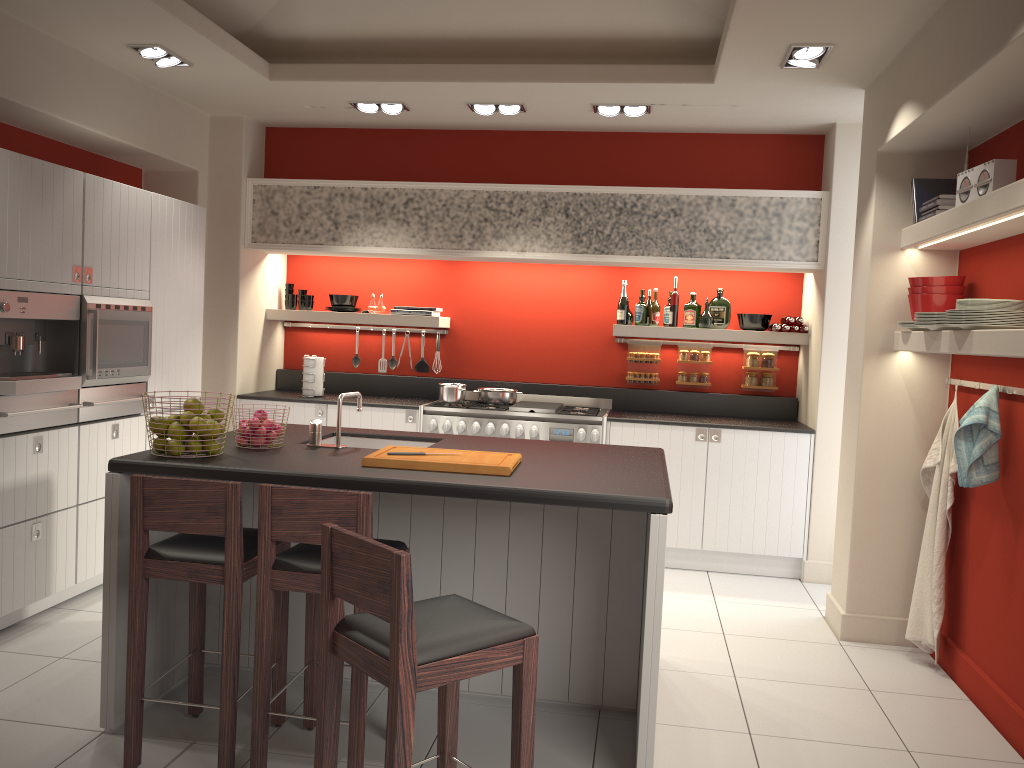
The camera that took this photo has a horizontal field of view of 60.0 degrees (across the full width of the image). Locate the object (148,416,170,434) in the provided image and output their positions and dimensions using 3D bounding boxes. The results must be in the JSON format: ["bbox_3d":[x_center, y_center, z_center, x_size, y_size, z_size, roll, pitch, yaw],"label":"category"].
[{"bbox_3d":[-1.347,0.158,3.387,0.077,0.068,0.076,3,3,2],"label":"object"}]

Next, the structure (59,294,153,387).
[{"bbox_3d":[-2.257,-0.241,4.877,0.332,0.472,0.610,3,3,8],"label":"structure"}]

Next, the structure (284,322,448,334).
[{"bbox_3d":[-1.168,-0.445,7.072,1.355,0.034,0.054,3,3,8],"label":"structure"}]

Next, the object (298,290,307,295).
[{"bbox_3d":[-1.657,-0.707,7.020,0.070,0.076,0.070,1,3,-20],"label":"object"}]

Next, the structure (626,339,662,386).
[{"bbox_3d":[0.992,-0.162,6.689,0.256,0.347,0.130,3,3,8],"label":"structure"}]

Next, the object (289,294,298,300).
[{"bbox_3d":[-1.696,-0.656,6.871,0.070,0.076,0.070,1,3,-20],"label":"object"}]

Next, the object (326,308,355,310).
[{"bbox_3d":[-1.323,-0.579,6.949,0.280,0.016,0.280,3,3,8],"label":"object"}]

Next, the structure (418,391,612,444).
[{"bbox_3d":[0.021,0.639,6.433,1.322,1.085,0.778,3,3,8],"label":"structure"}]

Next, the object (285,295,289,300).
[{"bbox_3d":[-1.769,-0.670,7.039,0.070,0.076,0.070,1,3,-20],"label":"object"}]

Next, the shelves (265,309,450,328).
[{"bbox_3d":[-1.197,-0.510,6.910,1.379,0.083,0.376,3,3,8],"label":"shelves"}]

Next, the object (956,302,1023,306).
[{"bbox_3d":[1.967,-0.321,3.647,0.255,0.015,0.255,2,3,-10],"label":"object"}]

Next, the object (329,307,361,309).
[{"bbox_3d":[-1.322,-0.590,6.948,0.280,0.016,0.280,3,3,8],"label":"object"}]

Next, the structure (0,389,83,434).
[{"bbox_3d":[-2.286,0.128,4.265,0.129,0.177,0.617,3,3,8],"label":"structure"}]

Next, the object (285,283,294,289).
[{"bbox_3d":[-1.765,-0.757,7.034,0.070,0.076,0.070,1,3,-20],"label":"object"}]

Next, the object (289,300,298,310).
[{"bbox_3d":[-1.698,-0.612,6.873,0.070,0.076,0.070,1,3,-20],"label":"object"}]

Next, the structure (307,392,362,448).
[{"bbox_3d":[-0.778,0.158,3.890,0.183,0.249,0.224,3,3,9],"label":"structure"}]

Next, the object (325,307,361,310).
[{"bbox_3d":[-1.322,-0.584,6.948,0.280,0.016,0.280,3,3,8],"label":"object"}]

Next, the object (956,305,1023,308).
[{"bbox_3d":[1.966,-0.311,3.647,0.255,0.015,0.255,2,3,-10],"label":"object"}]

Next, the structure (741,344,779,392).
[{"bbox_3d":[1.839,-0.115,6.563,0.256,0.347,0.130,3,3,8],"label":"structure"}]

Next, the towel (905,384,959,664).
[{"bbox_3d":[2.081,0.677,4.399,0.141,1.361,0.341,3,3,9],"label":"towel"}]

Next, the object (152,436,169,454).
[{"bbox_3d":[-1.340,0.232,3.395,0.068,0.068,0.068,4,3,19],"label":"object"}]

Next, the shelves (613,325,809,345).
[{"bbox_3d":[1.443,-0.362,6.520,1.379,0.083,0.376,3,3,8],"label":"shelves"}]

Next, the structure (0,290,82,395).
[{"bbox_3d":[-2.425,-0.209,4.270,0.453,0.470,0.624,3,3,8],"label":"structure"}]

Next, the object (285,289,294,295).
[{"bbox_3d":[-1.767,-0.714,7.037,0.070,0.076,0.070,1,3,-20],"label":"object"}]

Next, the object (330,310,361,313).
[{"bbox_3d":[-1.323,-0.568,6.949,0.280,0.016,0.280,3,3,8],"label":"object"}]

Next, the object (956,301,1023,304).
[{"bbox_3d":[1.967,-0.326,3.646,0.255,0.015,0.255,2,3,-10],"label":"object"}]

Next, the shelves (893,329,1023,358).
[{"bbox_3d":[2.037,-0.149,3.425,0.437,0.100,2.395,3,3,8],"label":"shelves"}]

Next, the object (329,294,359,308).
[{"bbox_3d":[-1.320,-0.641,6.945,0.232,0.108,0.233,0,4,-40],"label":"object"}]

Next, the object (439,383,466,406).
[{"bbox_3d":[-0.429,0.074,6.358,0.201,0.148,0.201,3,3,1],"label":"object"}]

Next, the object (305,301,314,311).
[{"bbox_3d":[-1.579,-0.609,6.906,0.070,0.076,0.070,1,3,-20],"label":"object"}]

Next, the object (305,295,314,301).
[{"bbox_3d":[-1.577,-0.653,6.904,0.070,0.076,0.070,1,3,-20],"label":"object"}]

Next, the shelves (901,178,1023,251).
[{"bbox_3d":[2.062,-0.679,3.397,0.437,0.100,2.395,3,3,8],"label":"shelves"}]

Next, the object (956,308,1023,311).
[{"bbox_3d":[1.966,-0.297,3.648,0.255,0.015,0.255,2,3,-10],"label":"object"}]

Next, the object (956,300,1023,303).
[{"bbox_3d":[1.967,-0.330,3.646,0.255,0.015,0.255,2,3,-10],"label":"object"}]

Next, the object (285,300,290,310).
[{"bbox_3d":[-1.771,-0.626,7.041,0.070,0.076,0.070,1,3,-20],"label":"object"}]

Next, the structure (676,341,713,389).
[{"bbox_3d":[1.365,-0.141,6.634,0.256,0.347,0.130,3,3,8],"label":"structure"}]

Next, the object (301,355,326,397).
[{"bbox_3d":[-1.474,-0.059,6.565,0.163,0.304,0.168,5,4,37],"label":"object"}]

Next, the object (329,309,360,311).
[{"bbox_3d":[-1.323,-0.573,6.949,0.280,0.016,0.280,3,3,8],"label":"object"}]

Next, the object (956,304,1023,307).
[{"bbox_3d":[1.967,-0.316,3.647,0.255,0.015,0.255,2,3,-10],"label":"object"}]

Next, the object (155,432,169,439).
[{"bbox_3d":[-1.357,0.175,3.454,0.076,0.077,0.076,1,4,-27],"label":"object"}]

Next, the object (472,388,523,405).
[{"bbox_3d":[-0.110,0.091,6.638,0.309,0.104,0.309,5,4,36],"label":"object"}]

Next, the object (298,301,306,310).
[{"bbox_3d":[-1.661,-0.620,7.025,0.070,0.076,0.070,1,3,-20],"label":"object"}]

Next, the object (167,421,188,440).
[{"bbox_3d":[-1.279,0.183,3.393,0.076,0.077,0.076,1,4,-27],"label":"object"}]

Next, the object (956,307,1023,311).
[{"bbox_3d":[1.966,-0.301,3.648,0.255,0.015,0.255,2,3,-10],"label":"object"}]

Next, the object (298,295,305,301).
[{"bbox_3d":[-1.659,-0.664,7.023,0.070,0.076,0.070,1,3,-20],"label":"object"}]

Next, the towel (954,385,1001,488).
[{"bbox_3d":[2.045,0.228,3.870,0.209,0.452,0.179,0,4,-42],"label":"towel"}]

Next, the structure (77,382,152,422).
[{"bbox_3d":[-2.192,0.095,4.887,0.129,0.177,0.617,3,3,8],"label":"structure"}]

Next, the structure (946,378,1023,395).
[{"bbox_3d":[2.067,0.042,3.441,0.063,0.034,2.224,3,3,8],"label":"structure"}]
